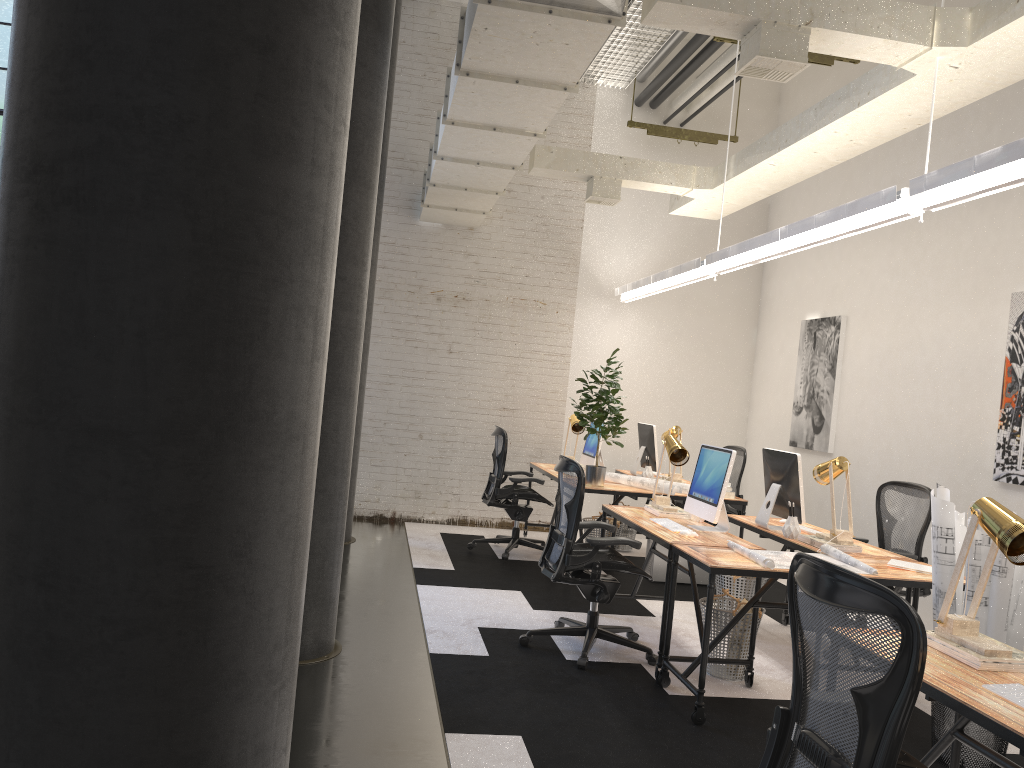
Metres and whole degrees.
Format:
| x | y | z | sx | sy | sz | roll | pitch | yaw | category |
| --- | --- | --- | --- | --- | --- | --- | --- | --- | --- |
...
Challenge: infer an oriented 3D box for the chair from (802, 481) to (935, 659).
| x | y | z | sx | sy | sz | roll | pitch | yaw | category |
| --- | --- | --- | --- | --- | --- | --- | --- | --- | --- |
| 2.237 | 1.138 | 5.520 | 0.793 | 1.086 | 0.770 | 5 | 0 | -25 | chair |

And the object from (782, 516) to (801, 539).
| x | y | z | sx | sy | sz | roll | pitch | yaw | category |
| --- | --- | --- | --- | --- | --- | --- | --- | --- | --- |
| 1.613 | 0.827 | 5.114 | 0.101 | 0.127 | 0.101 | 6 | 0 | 36 | object |

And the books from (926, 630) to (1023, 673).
| x | y | z | sx | sy | sz | roll | pitch | yaw | category |
| --- | --- | --- | --- | --- | --- | --- | --- | --- | --- |
| 1.474 | 0.841 | 2.802 | 0.225 | 0.038 | 0.308 | 6 | 0 | -9 | books |

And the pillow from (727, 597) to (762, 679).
| x | y | z | sx | sy | sz | roll | pitch | yaw | category |
| --- | --- | --- | --- | --- | --- | --- | --- | --- | --- |
| 1.252 | 1.376 | 4.813 | 0.119 | 0.406 | 0.239 | 5 | 0 | -8 | pillow |

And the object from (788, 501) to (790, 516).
| x | y | z | sx | sy | sz | roll | pitch | yaw | category |
| --- | --- | --- | --- | --- | --- | --- | --- | --- | --- |
| 1.608 | 0.784 | 5.126 | 0.008 | 0.207 | 0.054 | 5 | 1 | -26 | object |

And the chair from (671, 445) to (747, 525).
| x | y | z | sx | sy | sz | roll | pitch | yaw | category |
| --- | --- | --- | --- | --- | --- | --- | --- | --- | --- |
| 1.812 | 1.092 | 8.167 | 0.793 | 1.086 | 0.770 | 5 | 0 | -25 | chair |

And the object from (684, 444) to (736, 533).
| x | y | z | sx | sy | sz | roll | pitch | yaw | category |
| --- | --- | --- | --- | --- | --- | --- | --- | --- | --- |
| 1.158 | 0.602 | 5.117 | 0.190 | 0.485 | 0.483 | 5 | 0 | -9 | object |

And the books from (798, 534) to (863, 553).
| x | y | z | sx | sy | sz | roll | pitch | yaw | category |
| --- | --- | --- | --- | --- | --- | --- | --- | --- | --- |
| 1.760 | 0.882 | 4.918 | 0.225 | 0.038 | 0.308 | 6 | 0 | -9 | books |

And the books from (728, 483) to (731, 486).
| x | y | z | sx | sy | sz | roll | pitch | yaw | category |
| --- | --- | --- | --- | --- | --- | --- | --- | --- | --- |
| 1.623 | 0.778 | 7.020 | 0.153 | 0.030 | 0.185 | 6 | 0 | -11 | books |

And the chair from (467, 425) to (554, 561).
| x | y | z | sx | sy | sz | roll | pitch | yaw | category |
| --- | --- | --- | --- | --- | --- | --- | --- | --- | --- |
| 0.053 | 0.919 | 7.708 | 0.793 | 1.086 | 0.770 | 5 | 0 | -25 | chair |

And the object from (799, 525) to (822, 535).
| x | y | z | sx | sy | sz | roll | pitch | yaw | category |
| --- | --- | --- | --- | --- | --- | --- | --- | --- | --- |
| 1.839 | 0.905 | 5.466 | 0.118 | 0.017 | 0.439 | 6 | 0 | -9 | object |

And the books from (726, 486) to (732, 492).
| x | y | z | sx | sy | sz | roll | pitch | yaw | category |
| --- | --- | --- | --- | --- | --- | --- | --- | --- | --- |
| 1.635 | 0.810 | 7.021 | 0.193 | 0.044 | 0.257 | 5 | 0 | 9 | books |

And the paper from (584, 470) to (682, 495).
| x | y | z | sx | sy | sz | roll | pitch | yaw | category |
| --- | --- | --- | --- | --- | --- | --- | --- | --- | --- |
| 0.930 | 0.772 | 7.106 | 0.083 | 0.082 | 1.133 | 5 | 0 | -34 | paper |

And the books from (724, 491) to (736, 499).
| x | y | z | sx | sy | sz | roll | pitch | yaw | category |
| --- | --- | --- | --- | --- | --- | --- | --- | --- | --- |
| 1.611 | 0.855 | 7.004 | 0.200 | 0.050 | 0.271 | 6 | 0 | -11 | books |

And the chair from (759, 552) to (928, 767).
| x | y | z | sx | sy | sz | roll | pitch | yaw | category |
| --- | --- | --- | --- | --- | --- | --- | --- | --- | --- |
| 0.958 | 0.993 | 2.204 | 0.793 | 1.086 | 0.770 | 5 | 0 | -25 | chair |

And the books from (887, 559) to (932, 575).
| x | y | z | sx | sy | sz | roll | pitch | yaw | category |
| --- | --- | --- | --- | --- | --- | --- | --- | --- | --- |
| 2.015 | 0.916 | 4.430 | 0.243 | 0.019 | 0.205 | 5 | 0 | 29 | books |

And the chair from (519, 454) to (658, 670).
| x | y | z | sx | sy | sz | roll | pitch | yaw | category |
| --- | --- | --- | --- | --- | --- | --- | --- | --- | --- |
| 0.478 | 0.965 | 5.060 | 0.793 | 1.086 | 0.770 | 5 | 0 | -25 | chair |

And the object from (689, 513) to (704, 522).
| x | y | z | sx | sy | sz | roll | pitch | yaw | category |
| --- | --- | --- | --- | --- | --- | --- | --- | --- | --- |
| 1.149 | 0.784 | 5.461 | 0.101 | 0.127 | 0.101 | 6 | 0 | 36 | object |

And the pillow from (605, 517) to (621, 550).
| x | y | z | sx | sy | sz | roll | pitch | yaw | category |
| --- | --- | --- | --- | --- | --- | --- | --- | --- | --- |
| 0.827 | 1.330 | 7.460 | 0.119 | 0.406 | 0.239 | 5 | 0 | -8 | pillow |

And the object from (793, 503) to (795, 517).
| x | y | z | sx | sy | sz | roll | pitch | yaw | category |
| --- | --- | --- | --- | --- | --- | --- | --- | --- | --- |
| 1.620 | 0.785 | 5.100 | 0.054 | 0.207 | 0.008 | 5 | 1 | -44 | object |

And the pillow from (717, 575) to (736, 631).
| x | y | z | sx | sy | sz | roll | pitch | yaw | category |
| --- | --- | --- | --- | --- | --- | --- | --- | --- | --- |
| 1.398 | 1.397 | 5.773 | 0.119 | 0.406 | 0.239 | 5 | 0 | -8 | pillow |

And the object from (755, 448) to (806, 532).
| x | y | z | sx | sy | sz | roll | pitch | yaw | category |
| --- | --- | --- | --- | --- | --- | --- | --- | --- | --- |
| 1.639 | 0.651 | 5.456 | 0.190 | 0.485 | 0.483 | 5 | 0 | -9 | object |

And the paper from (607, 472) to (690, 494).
| x | y | z | sx | sy | sz | roll | pitch | yaw | category |
| --- | --- | --- | --- | --- | --- | --- | --- | --- | --- |
| 1.094 | 0.788 | 7.130 | 0.083 | 0.082 | 1.133 | 5 | 0 | -44 | paper |

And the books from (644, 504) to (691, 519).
| x | y | z | sx | sy | sz | roll | pitch | yaw | category |
| --- | --- | --- | --- | --- | --- | --- | --- | --- | --- |
| 0.995 | 0.813 | 5.659 | 0.225 | 0.038 | 0.308 | 6 | 0 | -9 | books |

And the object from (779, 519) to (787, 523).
| x | y | z | sx | sy | sz | roll | pitch | yaw | category |
| --- | --- | --- | --- | --- | --- | --- | --- | --- | --- |
| 1.798 | 0.896 | 5.791 | 0.106 | 0.029 | 0.059 | 6 | 0 | -8 | object |

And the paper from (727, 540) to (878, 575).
| x | y | z | sx | sy | sz | roll | pitch | yaw | category |
| --- | --- | --- | --- | --- | --- | --- | --- | --- | --- |
| 1.406 | 0.841 | 4.340 | 0.626 | 0.061 | 0.567 | 6 | 0 | -11 | paper |

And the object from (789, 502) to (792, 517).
| x | y | z | sx | sy | sz | roll | pitch | yaw | category |
| --- | --- | --- | --- | --- | --- | --- | --- | --- | --- |
| 1.608 | 0.784 | 5.102 | 0.054 | 0.207 | 0.008 | 5 | 1 | -22 | object |

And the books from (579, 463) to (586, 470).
| x | y | z | sx | sy | sz | roll | pitch | yaw | category |
| --- | --- | --- | --- | --- | --- | --- | --- | --- | --- |
| 0.570 | 0.767 | 8.306 | 0.225 | 0.038 | 0.308 | 6 | 0 | -9 | books |

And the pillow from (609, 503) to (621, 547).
| x | y | z | sx | sy | sz | roll | pitch | yaw | category |
| --- | --- | --- | --- | --- | --- | --- | --- | --- | --- |
| 0.973 | 1.351 | 8.421 | 0.119 | 0.406 | 0.239 | 5 | 0 | -8 | pillow |

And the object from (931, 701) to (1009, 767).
| x | y | z | sx | sy | sz | roll | pitch | yaw | category |
| --- | --- | --- | --- | --- | --- | --- | --- | --- | --- |
| 1.985 | 1.458 | 3.838 | 0.353 | 0.398 | 0.353 | 6 | 0 | 36 | object |

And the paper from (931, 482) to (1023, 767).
| x | y | z | sx | sy | sz | roll | pitch | yaw | category |
| --- | --- | --- | --- | --- | --- | --- | --- | --- | --- |
| 2.009 | 1.046 | 3.852 | 0.412 | 1.198 | 0.440 | 5 | 0 | -31 | paper |

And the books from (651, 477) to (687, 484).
| x | y | z | sx | sy | sz | roll | pitch | yaw | category |
| --- | --- | --- | --- | --- | --- | --- | --- | --- | --- |
| 1.335 | 0.836 | 7.565 | 0.225 | 0.038 | 0.308 | 6 | 0 | -9 | books |
